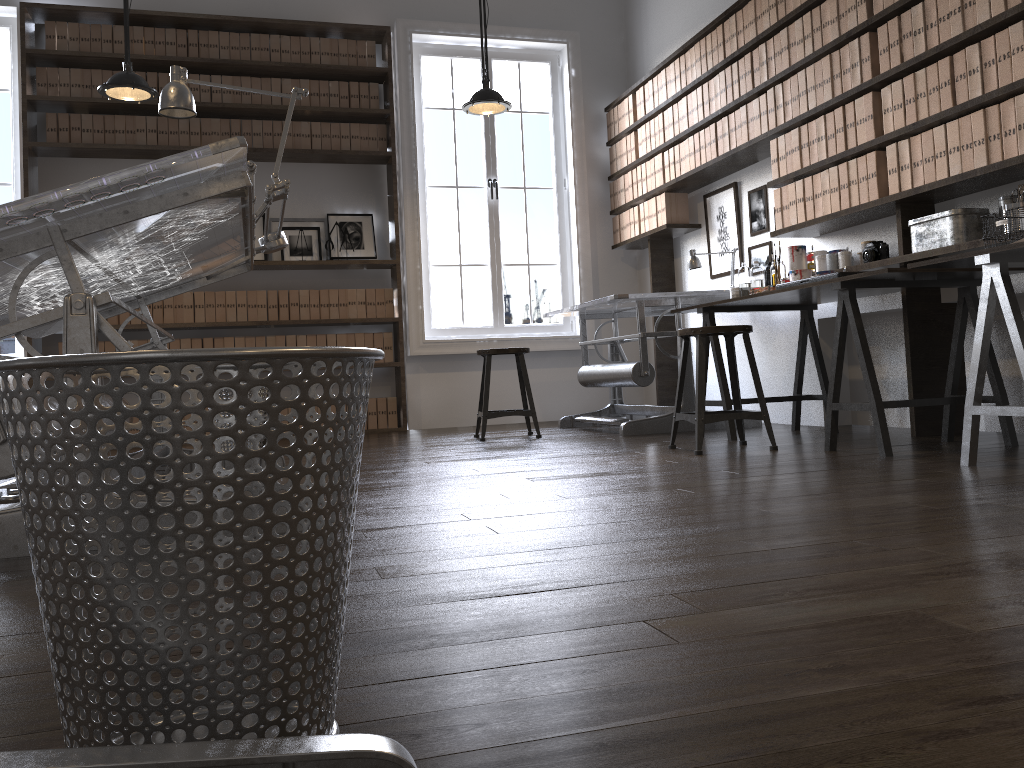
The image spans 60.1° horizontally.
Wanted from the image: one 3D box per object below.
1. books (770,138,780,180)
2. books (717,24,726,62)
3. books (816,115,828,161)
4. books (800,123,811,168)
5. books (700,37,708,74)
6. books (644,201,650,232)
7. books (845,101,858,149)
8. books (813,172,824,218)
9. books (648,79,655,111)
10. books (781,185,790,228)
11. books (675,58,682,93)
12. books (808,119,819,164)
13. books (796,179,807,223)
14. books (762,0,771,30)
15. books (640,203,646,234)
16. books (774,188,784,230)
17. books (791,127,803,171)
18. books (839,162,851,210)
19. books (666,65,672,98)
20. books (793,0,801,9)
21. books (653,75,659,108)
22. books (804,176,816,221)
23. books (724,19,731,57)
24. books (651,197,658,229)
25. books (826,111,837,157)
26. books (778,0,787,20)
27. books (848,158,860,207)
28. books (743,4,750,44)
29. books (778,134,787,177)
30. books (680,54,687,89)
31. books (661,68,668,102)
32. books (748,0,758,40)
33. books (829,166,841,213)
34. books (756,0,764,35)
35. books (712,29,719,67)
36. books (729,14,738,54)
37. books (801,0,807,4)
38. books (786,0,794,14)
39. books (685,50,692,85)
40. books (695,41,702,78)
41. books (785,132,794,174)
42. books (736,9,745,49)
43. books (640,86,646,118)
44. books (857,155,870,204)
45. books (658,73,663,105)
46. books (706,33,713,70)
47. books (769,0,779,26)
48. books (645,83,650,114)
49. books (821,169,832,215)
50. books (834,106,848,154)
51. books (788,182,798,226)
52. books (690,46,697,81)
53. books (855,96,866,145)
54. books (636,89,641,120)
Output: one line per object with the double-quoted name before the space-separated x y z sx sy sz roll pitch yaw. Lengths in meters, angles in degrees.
"books" 1.499 -1.213 4.803 0.174 0.226 0.067 -2 -2 -16
"books" 1.326 -2.032 5.305 0.174 0.226 0.067 -2 -2 -16
"books" 1.614 -1.216 4.409 0.174 0.226 0.066 -2 -2 -16
"books" 1.579 -1.215 4.546 0.174 0.226 0.066 -2 -2 -16
"books" 1.268 -2.030 5.499 0.174 0.226 0.067 -2 -2 -16
"books" 1.048 -1.200 6.368 0.174 0.226 0.066 -2 -2 -16
"books" 1.680 -1.218 4.199 0.174 0.226 0.066 -2 -2 -16
"books" 1.615 -0.945 4.457 0.174 0.226 0.066 -2 -2 -16
"books" 1.057 -2.024 6.234 0.174 0.226 0.066 -2 -2 -16
"books" 1.536 -0.943 4.721 0.174 0.226 0.066 -2 -2 -16
"books" 1.171 -2.027 5.840 0.174 0.226 0.067 -2 -2 -16
"books" 1.599 -1.216 4.478 0.174 0.226 0.066 -2 -2 -16
"books" 1.570 -0.944 4.590 0.174 0.226 0.067 -2 -2 -16
"books" 1.463 -2.035 4.841 0.174 0.226 0.066 -2 -2 -16
"books" 1.026 -1.199 6.437 0.174 0.226 0.067 -2 -2 -16
"books" 1.513 -0.942 4.783 0.174 0.226 0.067 -2 -2 -16
"books" 1.555 -1.214 4.609 0.174 0.226 0.067 -2 -2 -16
"books" 1.667 -0.946 4.250 0.174 0.226 0.067 -2 -2 -16
"books" 1.137 -2.026 5.971 0.174 0.226 0.066 -2 -2 -16
"books" 1.541 -2.038 4.570 0.174 0.226 0.066 -2 -2 -16
"books" 1.081 -2.025 6.168 0.174 0.226 0.066 -2 -2 -16
"books" 1.594 -0.944 4.524 0.174 0.226 0.066 -2 -2 -16
"books" 1.352 -2.032 5.235 0.174 0.226 0.066 -2 -2 -16
"books" 1.081 -1.201 6.243 0.174 0.226 0.067 -2 -2 -16
"books" 1.639 -1.217 4.342 0.174 0.226 0.066 -2 -2 -16
"books" 1.504 -2.037 4.705 0.174 0.226 0.066 -2 -2 -16
"books" 1.689 -0.947 4.190 0.174 0.226 0.066 -2 -2 -16
"books" 1.411 -2.034 5.031 0.174 0.226 0.066 -2 -2 -16
"books" 1.521 -1.213 4.734 0.174 0.226 0.066 -2 -2 -16
"books" 1.194 -2.028 5.774 0.174 0.226 0.066 -2 -2 -16
"books" 1.114 -2.025 6.033 0.174 0.226 0.067 -2 -2 -16
"books" 1.424 -2.034 4.964 0.174 0.226 0.067 -2 -2 -16
"books" 1.647 -0.946 4.319 0.174 0.226 0.066 -2 -2 -16
"books" 1.447 -2.035 4.902 0.174 0.226 0.066 -2 -2 -16
"books" 1.310 -2.031 5.378 0.174 0.226 0.066 -2 -2 -16
"books" 1.367 -2.033 5.165 0.174 0.226 0.066 -2 -2 -16
"books" 1.558 -2.038 4.500 0.174 0.226 0.066 -2 -2 -16
"books" 1.525 -2.037 4.638 0.174 0.226 0.066 -2 -2 -16
"books" 1.215 -2.029 5.707 0.174 0.226 0.066 -2 -2 -16
"books" 1.248 -2.029 5.569 0.174 0.226 0.066 -2 -2 -16
"books" 1.540 -1.214 4.674 0.174 0.226 0.066 -2 -2 -16
"books" 1.391 -2.033 5.099 0.174 0.226 0.066 -2 -2 -16
"books" 1.016 -2.023 6.374 0.174 0.226 0.067 -2 -2 -16
"books" 1.710 -0.948 4.128 0.174 0.226 0.066 -2 -2 -16
"books" 1.101 -2.025 6.100 0.174 0.226 0.066 -2 -2 -16
"books" 1.290 -2.031 5.440 0.174 0.226 0.066 -2 -2 -16
"books" 1.481 -2.036 4.771 0.174 0.226 0.067 -2 -2 -16
"books" 1.042 -2.024 6.304 0.174 0.226 0.066 -2 -2 -16
"books" 1.631 -0.945 4.389 0.174 0.226 0.066 -2 -2 -16
"books" 1.654 -1.217 4.269 0.174 0.226 0.067 -2 -2 -16
"books" 1.552 -0.943 4.660 0.174 0.226 0.066 -2 -2 -16
"books" 1.231 -2.029 5.639 0.174 0.226 0.066 -2 -2 -16
"books" 1.699 -1.219 4.126 0.174 0.226 0.066 -2 -2 -16
"books" 1.000 -2.022 6.447 0.174 0.226 0.066 -2 -2 -16
